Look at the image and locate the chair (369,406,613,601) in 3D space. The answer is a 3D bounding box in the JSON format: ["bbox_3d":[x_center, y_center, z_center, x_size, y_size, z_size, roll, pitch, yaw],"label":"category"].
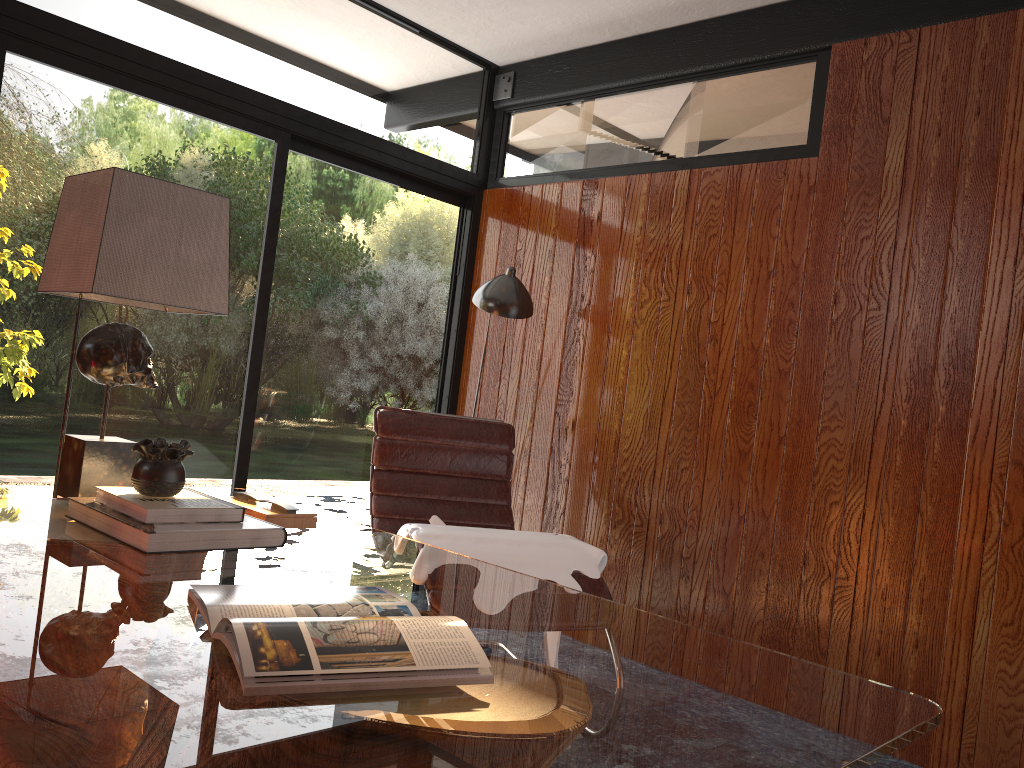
[{"bbox_3d":[-0.121,0.574,3.016,0.593,0.886,1.298,7,-1,-19],"label":"chair"}]

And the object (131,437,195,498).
[{"bbox_3d":[-0.691,0.167,1.761,0.121,0.114,0.118,6,-1,37],"label":"object"}]

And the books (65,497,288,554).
[{"bbox_3d":[-0.673,0.276,1.773,0.366,0.040,0.286,6,-1,43],"label":"books"}]

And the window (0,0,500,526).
[{"bbox_3d":[-0.973,-0.375,3.555,0.085,2.580,2.260,6,-1,43],"label":"window"}]

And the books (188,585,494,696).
[{"bbox_3d":[-0.249,0.315,1.200,0.300,0.049,0.422,7,-1,-28],"label":"books"}]

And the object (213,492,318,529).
[{"bbox_3d":[-0.572,0.287,2.043,0.238,0.049,0.135,6,-1,43],"label":"object"}]

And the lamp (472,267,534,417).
[{"bbox_3d":[-0.206,0.258,3.747,0.410,1.514,0.595,8,-1,-38],"label":"lamp"}]

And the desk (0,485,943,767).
[{"bbox_3d":[-0.504,0.630,1.453,1.900,0.632,1.150,6,-1,43],"label":"desk"}]

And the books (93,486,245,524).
[{"bbox_3d":[-0.683,0.239,1.764,0.249,0.029,0.198,6,-1,45],"label":"books"}]

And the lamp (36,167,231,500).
[{"bbox_3d":[-0.894,-0.096,2.067,0.316,0.732,0.316,6,-1,43],"label":"lamp"}]

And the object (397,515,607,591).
[{"bbox_3d":[-0.069,0.715,2.897,0.713,0.489,0.897,7,-1,11],"label":"object"}]
